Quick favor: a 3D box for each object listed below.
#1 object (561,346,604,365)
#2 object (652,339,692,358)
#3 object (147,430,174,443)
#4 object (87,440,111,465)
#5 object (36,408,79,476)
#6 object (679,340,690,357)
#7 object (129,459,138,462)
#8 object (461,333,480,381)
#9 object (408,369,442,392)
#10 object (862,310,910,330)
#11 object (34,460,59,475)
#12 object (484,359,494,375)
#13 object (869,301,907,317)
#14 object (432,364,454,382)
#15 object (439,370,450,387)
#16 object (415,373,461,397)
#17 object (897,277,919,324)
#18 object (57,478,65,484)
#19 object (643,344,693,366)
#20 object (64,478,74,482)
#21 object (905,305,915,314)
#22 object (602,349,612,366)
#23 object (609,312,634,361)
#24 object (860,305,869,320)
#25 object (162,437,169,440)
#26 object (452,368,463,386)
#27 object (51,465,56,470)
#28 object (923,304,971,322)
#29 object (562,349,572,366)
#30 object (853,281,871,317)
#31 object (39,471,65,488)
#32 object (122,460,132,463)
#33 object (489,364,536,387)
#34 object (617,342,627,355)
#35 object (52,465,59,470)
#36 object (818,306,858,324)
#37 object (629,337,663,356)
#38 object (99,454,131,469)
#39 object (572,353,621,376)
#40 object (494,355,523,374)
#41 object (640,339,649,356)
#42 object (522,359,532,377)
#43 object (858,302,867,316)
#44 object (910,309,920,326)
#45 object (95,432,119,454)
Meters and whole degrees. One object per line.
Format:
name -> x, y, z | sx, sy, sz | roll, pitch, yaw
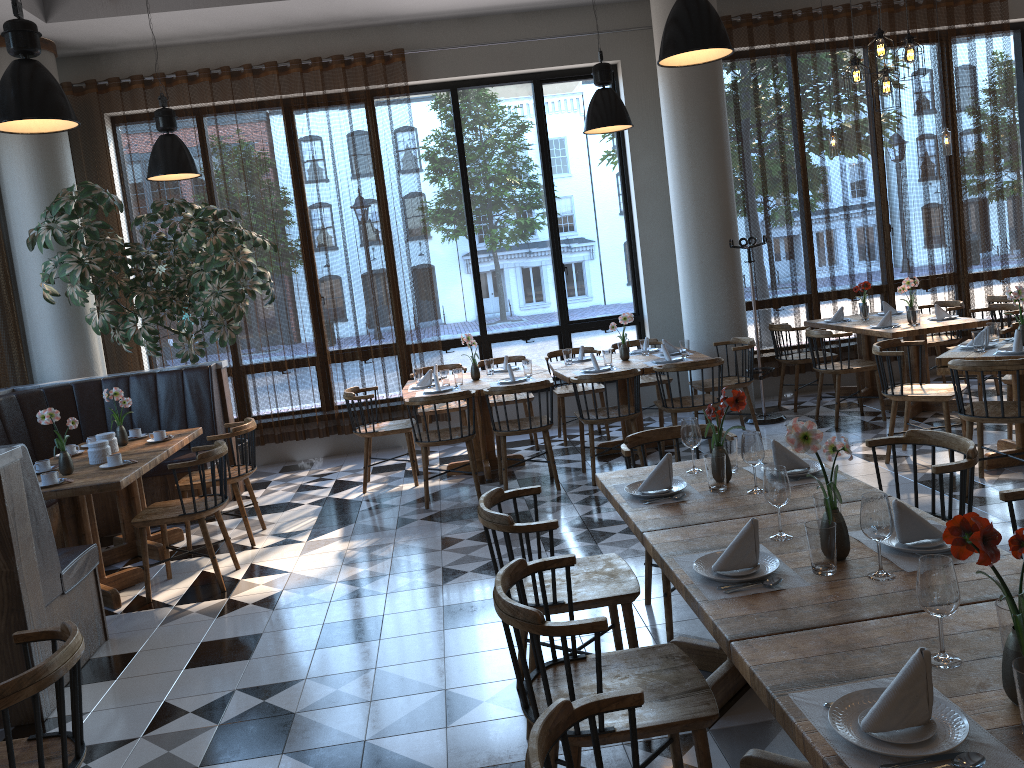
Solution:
object -> 0.603, -0.272, 7.739 | 0.352, 0.136, 0.273 | -7, 7, -4
object -> 1.334, -0.316, 7.408 | 0.272, 0.136, 0.353 | -7, 7, -4
object -> -2.402, 0.355, 6.043 | 0.176, 0.066, 0.176 | -10, 8, -21
object -> -2.543, 0.420, 5.462 | 0.129, 0.128, 0.130 | -1, 8, 40
object -> -2.635, 0.332, 5.179 | 0.207, 0.398, 0.146 | -11, 7, -37
object -> 1.400, -0.288, 7.166 | 0.080, 0.131, 0.080 | -9, 6, -19
object -> -2.267, 0.460, 5.303 | 0.049, 0.025, 0.053 | -12, 9, -36
object -> -0.342, -0.227, 7.262 | 0.146, 0.398, 0.207 | -7, 6, -5
object -> -0.719, -0.045, 7.236 | 0.272, 0.136, 0.353 | -7, 7, -4
object -> 3.158, -0.551, 7.522 | 0.272, 0.136, 0.353 | -7, 7, -4
object -> -2.838, 0.500, 5.364 | 0.175, 0.066, 0.176 | -6, 7, 6
object -> -0.190, -0.142, 7.499 | 0.080, 0.131, 0.080 | -9, 6, -19
object -> 3.607, -0.731, 8.451 | 0.272, 0.136, 0.353 | -7, 7, -4
object -> -0.658, -0.107, 7.641 | 0.352, 0.136, 0.273 | -7, 7, -4
object -> -0.533, -0.044, 7.086 | 0.080, 0.131, 0.080 | -9, 6, -19
object -> -0.578, -0.009, 6.848 | 0.352, 0.136, 0.273 | -7, 7, -4
object -> 3.377, -0.711, 7.533 | 0.147, 0.398, 0.206 | -12, 7, -40
object -> -2.498, 0.541, 4.904 | 0.034, 0.012, 0.156 | -10, 8, -21
object -> 1.217, -0.244, 6.986 | 0.352, 0.136, 0.273 | -7, 7, -4
object -> -2.463, 0.535, 4.923 | 0.049, 0.025, 0.053 | -9, 7, -15
object -> 3.500, -0.624, 7.777 | 0.080, 0.131, 0.080 | -9, 6, -19
object -> 0.772, -0.210, 7.148 | 0.080, 0.131, 0.080 | -9, 6, -19
object -> 0.921, -0.390, 7.343 | 0.206, 0.398, 0.147 | -7, 6, 1
object -> 3.281, -0.659, 8.231 | 0.080, 0.131, 0.080 | -5, 6, 21
object -> -2.351, 0.372, 5.999 | 0.050, 0.023, 0.052 | -8, 7, -9
object -> -0.427, -0.053, 7.055 | 0.080, 0.131, 0.080 | -9, 6, -19
object -> -2.791, 0.507, 5.417 | 0.052, 0.023, 0.051 | -4, 8, 19
object -> 3.684, -0.620, 7.568 | 0.272, 0.136, 0.353 | -7, 7, -4
object -> 0.475, -0.224, 7.518 | 0.080, 0.131, 0.080 | -9, 6, -19
object -> 3.317, -0.795, 8.368 | 0.156, 0.354, 0.172 | -5, 6, 18
object -> -2.564, 0.527, 4.911 | 0.176, 0.066, 0.176 | -8, 8, -12
object -> -2.293, 0.466, 5.273 | 0.034, 0.012, 0.156 | -13, 10, -41
object -> -0.007, -0.084, 6.892 | 0.352, 0.136, 0.273 | -7, 7, -4
object -> 0.947, -0.290, 7.580 | 0.080, 0.131, 0.080 | -9, 6, -19
object -> -2.773, 0.506, 5.388 | 0.052, 0.023, 0.051 | -4, 8, 19
object -> 3.080, -0.661, 8.404 | 0.272, 0.136, 0.353 | -7, 7, -4
object -> 1.170, -0.347, 7.783 | 0.352, 0.136, 0.273 | -7, 7, -4
object -> -2.357, 0.456, 5.257 | 0.175, 0.066, 0.176 | -2, 9, 31
object -> 0.650, -0.170, 6.943 | 0.352, 0.136, 0.273 | -7, 7, -4
object -> -0.054, -0.186, 7.688 | 0.352, 0.136, 0.273 | -7, 7, -4
object -> 1.134, -0.309, 7.557 | 0.080, 0.131, 0.080 | -9, 6, -19
object -> 0.125, -0.125, 7.098 | 0.080, 0.131, 0.080 | -9, 6, -19
object -> 3.424, -0.732, 8.639 | 0.080, 0.131, 0.080 | -5, 6, 21
object -> 3.357, -0.551, 7.369 | 0.080, 0.131, 0.080 | -9, 6, -19
object -> -2.649, 0.388, 5.791 | 0.129, 0.128, 0.130 | -1, 8, 40
